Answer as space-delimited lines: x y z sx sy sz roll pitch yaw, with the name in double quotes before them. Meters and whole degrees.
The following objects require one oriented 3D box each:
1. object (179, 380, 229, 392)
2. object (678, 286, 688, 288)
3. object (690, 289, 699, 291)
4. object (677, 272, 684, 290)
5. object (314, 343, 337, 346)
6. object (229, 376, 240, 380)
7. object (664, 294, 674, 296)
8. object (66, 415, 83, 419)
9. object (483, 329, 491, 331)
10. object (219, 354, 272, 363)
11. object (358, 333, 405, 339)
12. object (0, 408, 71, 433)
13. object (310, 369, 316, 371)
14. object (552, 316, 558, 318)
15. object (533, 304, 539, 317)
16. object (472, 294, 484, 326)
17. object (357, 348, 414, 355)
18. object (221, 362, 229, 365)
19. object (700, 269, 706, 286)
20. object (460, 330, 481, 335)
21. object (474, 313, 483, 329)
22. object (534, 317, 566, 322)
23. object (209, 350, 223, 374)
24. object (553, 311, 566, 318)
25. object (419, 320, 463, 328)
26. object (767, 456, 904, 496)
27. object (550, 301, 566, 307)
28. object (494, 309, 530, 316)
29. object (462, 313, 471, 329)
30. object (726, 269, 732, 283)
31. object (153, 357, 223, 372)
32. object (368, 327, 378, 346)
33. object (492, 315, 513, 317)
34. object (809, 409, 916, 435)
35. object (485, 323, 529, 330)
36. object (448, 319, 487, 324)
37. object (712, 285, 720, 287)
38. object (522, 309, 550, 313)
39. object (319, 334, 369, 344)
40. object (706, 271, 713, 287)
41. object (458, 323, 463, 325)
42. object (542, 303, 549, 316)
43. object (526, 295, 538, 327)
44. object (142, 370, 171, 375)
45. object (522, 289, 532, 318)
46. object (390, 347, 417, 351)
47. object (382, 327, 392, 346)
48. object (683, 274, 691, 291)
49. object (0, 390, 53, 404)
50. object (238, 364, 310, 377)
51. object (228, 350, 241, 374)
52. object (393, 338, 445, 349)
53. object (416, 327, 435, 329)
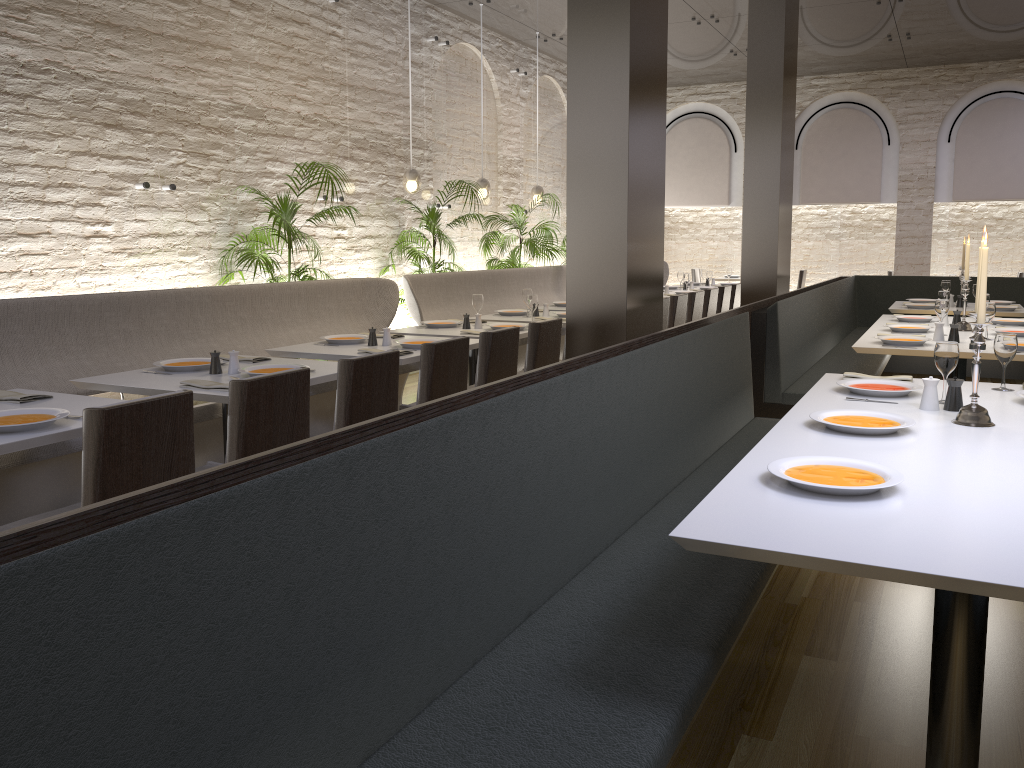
"object" -1.247 0.005 3.734 0.273 0.033 0.143 4 10 26
"object" 2.196 -1.290 11.798 0.273 0.033 0.143 4 10 26
"object" 2.348 -1.154 10.944 0.273 0.033 0.143 4 10 26
"object" 2.138 -1.307 11.233 0.086 0.230 0.087 -5 8 -33
"object" -1.097 -0.233 5.244 0.185 0.010 0.017 4 10 26
"object" -1.172 -0.020 3.892 0.181 0.015 0.038 5 10 28
"object" 1.859 -0.996 9.962 0.273 0.033 0.143 4 10 26
"object" -1.567 0.110 3.100 0.185 0.010 0.017 4 10 26
"object" -0.114 -0.361 6.014 0.181 0.015 0.038 5 10 28
"object" -1.399 -0.131 4.588 0.273 0.033 0.143 4 10 26
"object" -0.844 -0.310 5.702 0.273 0.033 0.143 4 10 26
"object" -1.641 0.126 2.939 0.322 0.036 0.323 1 9 4
"object" -1.011 -0.069 4.214 0.185 0.010 0.017 4 10 26
"object" 0.402 -0.528 7.050 0.181 0.015 0.038 5 10 28
"object" 0.196 -0.610 7.276 0.059 0.109 0.060 2 8 18
"object" -0.249 -0.537 6.447 0.086 0.230 0.087 -3 8 -21
"object" -0.692 -0.174 4.847 0.273 0.033 0.143 4 10 26
"object" -1.492 -0.108 4.451 0.181 0.015 0.038 5 10 28
"object" 2.638 -1.468 12.236 0.086 0.230 0.087 -5 8 -33
"object" -0.189 -0.336 5.855 0.273 0.033 0.143 4 10 26
"object" -0.237 -0.446 6.250 0.059 0.109 0.059 5 9 34
"object" 0.327 -0.503 6.891 0.273 0.033 0.143 4 10 26
"object" -1.378 -0.103 4.119 0.059 0.109 0.060 2 8 18
"object" 0.488 -0.561 7.210 0.322 0.036 0.323 1 9 9
"object" -0.509 -0.431 6.413 0.322 0.036 0.323 -5 10 -28
"object" 0.803 0.235 2.214 0.321 0.036 0.323 0 9 2
"object" 0.523 -0.764 8.482 0.322 0.036 0.323 1 9 4
"object" 0.007 -0.598 7.449 0.322 0.036 0.323 1 9 9
"object" -0.320 -0.444 6.240 0.059 0.109 0.059 5 9 34
"object" 3.068 -1.515 12.527 0.086 0.230 0.087 -5 8 -33
"object" -1.567 -0.090 4.291 0.322 0.036 0.323 1 9 4
"object" -0.823 -0.282 5.232 0.059 0.109 0.060 2 8 18
"object" -0.078 -0.562 7.288 0.185 0.010 0.017 4 10 26
"object" 1.133 0.128 2.874 0.321 0.036 0.323 0 9 2
"object" -0.028 -0.395 6.174 0.322 0.036 0.323 -5 10 -28
"object" -0.341 -0.472 6.710 0.273 0.033 0.143 4 10 26
"object" 2.854 -1.317 11.959 0.273 0.033 0.143 4 10 26
"object" 0.175 -0.639 7.745 0.273 0.033 0.143 4 10 26
"object" -1.012 -0.269 5.405 0.322 0.036 0.323 1 9 4
"object" 2.567 -1.354 11.524 0.086 0.230 0.087 -5 8 -33
"object" -0.434 -0.449 6.573 0.181 0.015 0.038 5 10 28
"object" 0.279 -0.612 7.285 0.059 0.109 0.060 2 8 18
"object" 0.146 -0.526 6.368 0.086 0.230 0.087 -3 8 -21
"object" -1.652 -0.054 4.131 0.185 0.010 0.017 4 10 26
"object" 0.123 -0.657 7.193 0.086 0.230 0.086 -2 7 -16
"object" -0.617 -0.199 5.006 0.181 0.015 0.038 5 10 28
"object" -0.740 -0.284 5.242 0.059 0.109 0.060 2 8 18
"object" 2.081 -1.197 10.548 0.086 0.230 0.087 -5 8 -33
"object" -1.954 0.048 3.475 0.273 0.033 0.143 4 10 26
"object" -1.086 -0.053 4.052 0.322 0.036 0.323 1 9 4
"object" -1.295 -0.105 4.128 0.059 0.109 0.060 2 8 18
"object" -0.531 -0.232 5.166 0.322 0.036 0.323 1 9 4
"object" -0.594 -0.395 6.252 0.185 0.010 0.017 4 10 26
